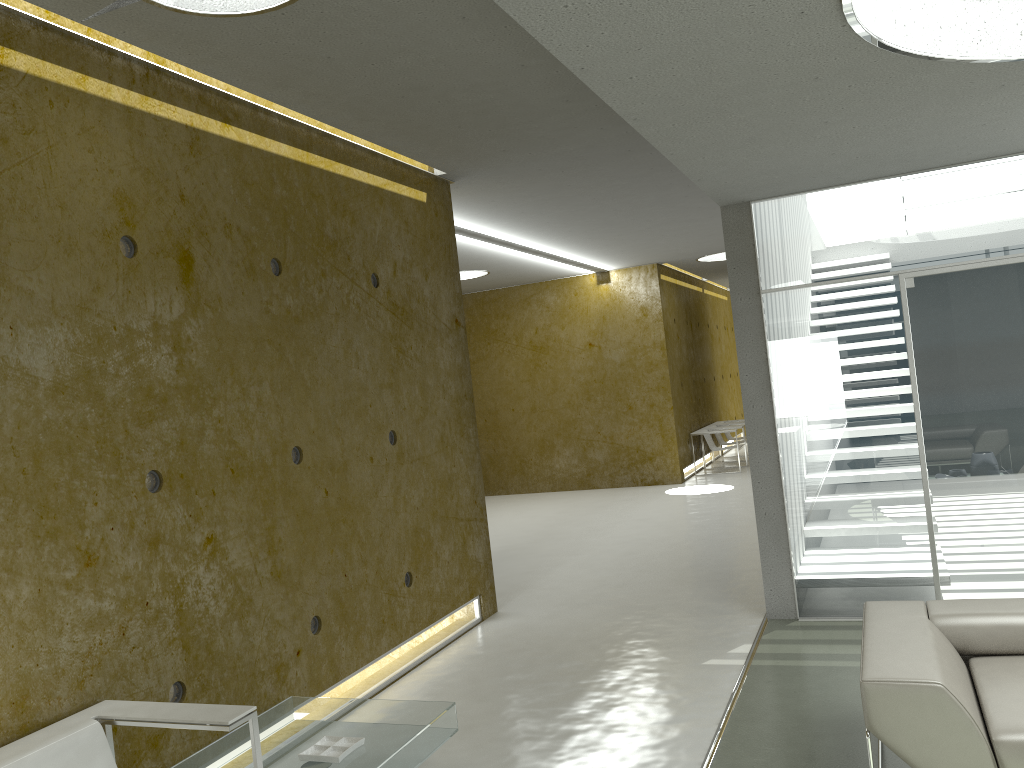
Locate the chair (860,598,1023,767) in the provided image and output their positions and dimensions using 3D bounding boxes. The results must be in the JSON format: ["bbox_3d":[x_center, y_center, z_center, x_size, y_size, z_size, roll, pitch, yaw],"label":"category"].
[{"bbox_3d":[2.059,1.172,3.143,1.481,0.583,1.039,-7,0,22],"label":"chair"}]

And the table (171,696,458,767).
[{"bbox_3d":[-0.822,1.643,3.743,0.900,0.300,0.900,-7,0,22],"label":"table"}]

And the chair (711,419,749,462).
[{"bbox_3d":[3.974,0.998,15.779,0.710,0.667,0.800,-7,0,22],"label":"chair"}]

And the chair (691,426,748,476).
[{"bbox_3d":[3.324,1.061,14.196,0.710,0.667,0.800,-7,0,22],"label":"chair"}]

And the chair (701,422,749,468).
[{"bbox_3d":[3.649,1.030,14.987,0.710,0.667,0.800,-7,0,22],"label":"chair"}]

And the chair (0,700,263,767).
[{"bbox_3d":[-1.334,1.510,2.866,0.710,0.667,0.800,-7,0,22],"label":"chair"}]

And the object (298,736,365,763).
[{"bbox_3d":[-0.721,1.465,3.553,0.197,0.029,0.189,-7,0,22],"label":"object"}]
